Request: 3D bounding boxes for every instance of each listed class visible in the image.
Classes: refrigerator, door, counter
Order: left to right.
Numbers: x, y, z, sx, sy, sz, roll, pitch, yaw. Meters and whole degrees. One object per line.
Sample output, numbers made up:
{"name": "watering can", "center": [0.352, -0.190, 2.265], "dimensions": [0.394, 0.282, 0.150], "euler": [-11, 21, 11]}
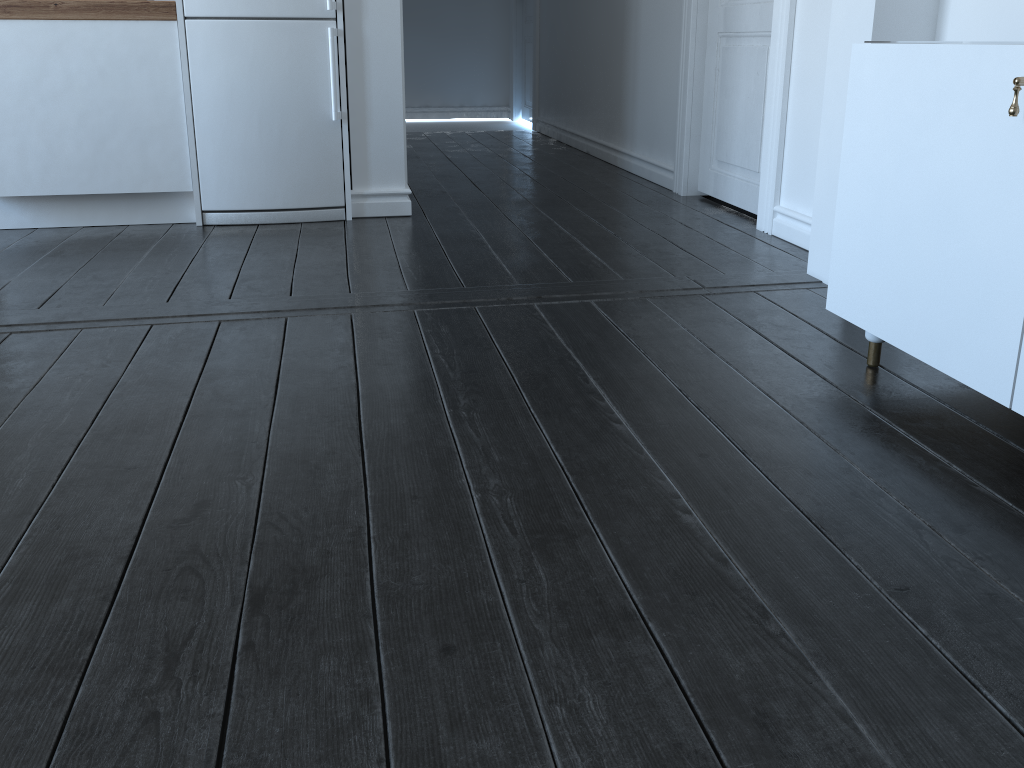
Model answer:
{"name": "counter", "center": [-2.888, -1.478, 3.484], "dimensions": [3.102, 0.071, 0.875], "euler": [-4, 22, -11]}
{"name": "refrigerator", "center": [-1.036, -1.618, 3.701], "dimensions": [0.577, 1.746, 0.702], "euler": [-3, 17, -11]}
{"name": "door", "center": [0.150, -3.484, 7.600], "dimensions": [0.116, 2.398, 1.105], "euler": [-3, 17, -11]}
{"name": "door", "center": [0.971, -1.935, 3.634], "dimensions": [0.116, 2.398, 1.074], "euler": [-3, 17, -11]}

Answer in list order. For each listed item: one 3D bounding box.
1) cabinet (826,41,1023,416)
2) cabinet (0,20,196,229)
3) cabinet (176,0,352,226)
{"name": "cabinet", "center": [1.111, -0.206, 1.510], "dimensions": [0.590, 0.711, 1.241], "euler": [-3, 20, -11]}
{"name": "cabinet", "center": [-2.893, -1.095, 3.654], "dimensions": [3.182, 0.790, 0.754], "euler": [-1, 18, -3]}
{"name": "cabinet", "center": [-2.573, -1.834, 3.484], "dimensions": [3.791, 2.299, 0.804], "euler": [-2, 16, -7]}
